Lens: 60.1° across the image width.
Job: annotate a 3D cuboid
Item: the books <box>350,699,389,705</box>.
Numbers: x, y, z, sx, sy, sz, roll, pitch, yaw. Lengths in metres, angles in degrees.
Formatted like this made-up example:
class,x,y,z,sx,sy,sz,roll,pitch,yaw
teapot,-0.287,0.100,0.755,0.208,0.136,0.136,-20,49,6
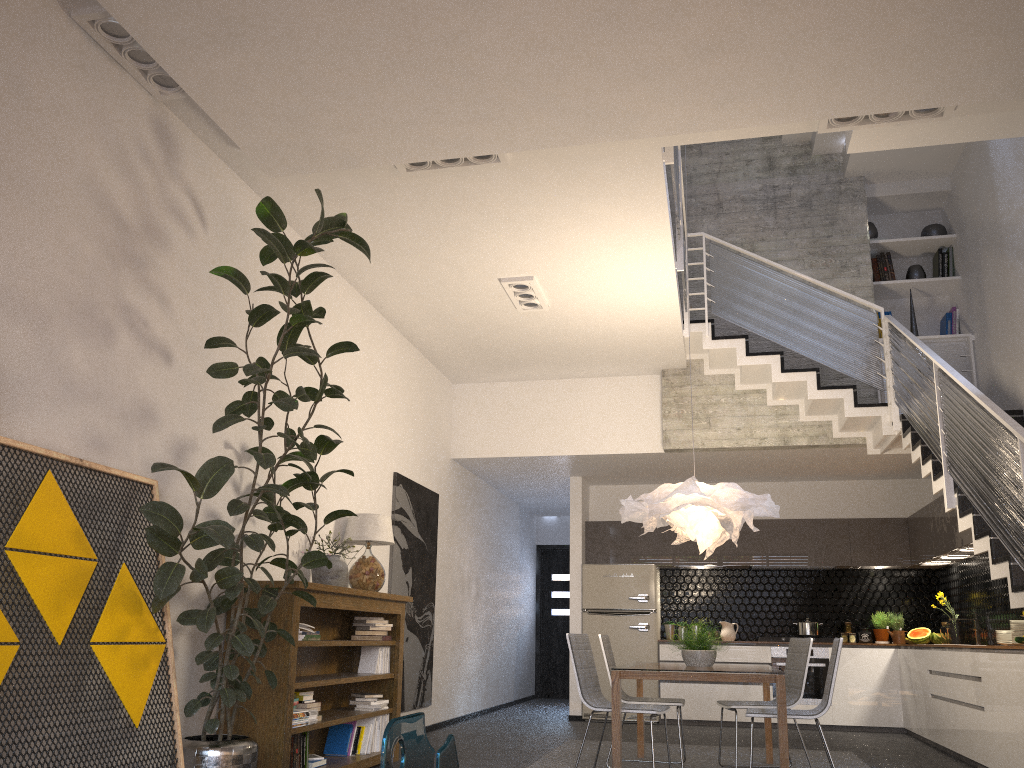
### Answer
class,x,y,z,sx,sy,sz,roll,pitch,yaw
books,-1.010,2.251,6.266,0.175,0.023,0.246,-6,-17,22

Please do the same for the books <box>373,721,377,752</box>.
class,x,y,z,sx,sy,sz,roll,pitch,yaw
books,-1.025,2.474,6.226,0.155,0.202,0.021,-2,-14,13

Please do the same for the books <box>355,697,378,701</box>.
class,x,y,z,sx,sy,sz,roll,pitch,yaw
books,-1.026,2.225,6.261,0.155,0.022,0.208,3,-16,-7

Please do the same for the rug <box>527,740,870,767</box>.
class,x,y,z,sx,sy,sz,roll,pitch,yaw
rug,1.259,2.606,5.872,2.372,0.006,3.732,-3,-16,12

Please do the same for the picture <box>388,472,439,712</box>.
class,x,y,z,sx,sy,sz,roll,pitch,yaw
picture,-0.899,1.911,8.065,0.033,2.003,1.248,-2,-14,13

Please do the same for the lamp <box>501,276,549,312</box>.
class,x,y,z,sx,sy,sz,roll,pitch,yaw
lamp,0.110,-0.720,7.021,0.253,0.065,0.653,-3,-16,12

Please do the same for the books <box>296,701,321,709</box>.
class,x,y,z,sx,sy,sz,roll,pitch,yaw
books,-1.302,1.946,5.378,0.225,0.029,0.181,-3,-17,15

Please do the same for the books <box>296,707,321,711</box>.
class,x,y,z,sx,sy,sz,roll,pitch,yaw
books,-1.313,1.971,5.370,0.243,0.023,0.177,-5,-17,19

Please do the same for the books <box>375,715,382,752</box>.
class,x,y,z,sx,sy,sz,roll,pitch,yaw
books,-1.010,2.462,6.249,0.175,0.240,0.024,-2,-14,13

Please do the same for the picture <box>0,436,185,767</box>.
class,x,y,z,sx,sy,sz,roll,pitch,yaw
picture,-1.745,1.030,3.391,0.386,1.585,1.516,-2,-15,13

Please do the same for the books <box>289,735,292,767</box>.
class,x,y,z,sx,sy,sz,roll,pitch,yaw
books,-1.364,2.137,5.129,0.171,0.238,0.056,-2,-14,13

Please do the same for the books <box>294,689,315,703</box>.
class,x,y,z,sx,sy,sz,roll,pitch,yaw
books,-1.320,1.898,5.387,0.217,0.068,0.160,-5,-17,22

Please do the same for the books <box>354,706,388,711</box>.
class,x,y,z,sx,sy,sz,roll,pitch,yaw
books,-0.992,2.289,6.248,0.155,0.020,0.207,-6,-17,22

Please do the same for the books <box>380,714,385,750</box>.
class,x,y,z,sx,sy,sz,roll,pitch,yaw
books,-1.000,2.485,6.331,0.174,0.241,0.019,-2,-14,13

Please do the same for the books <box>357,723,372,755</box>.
class,x,y,z,sx,sy,sz,roll,pitch,yaw
books,-1.056,2.440,6.094,0.155,0.192,0.106,-2,-14,13

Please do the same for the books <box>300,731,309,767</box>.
class,x,y,z,sx,sy,sz,roll,pitch,yaw
books,-1.312,2.187,5.301,0.167,0.238,0.105,-2,-14,13

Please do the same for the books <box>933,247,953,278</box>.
class,x,y,z,sx,sy,sz,roll,pitch,yaw
books,4.371,-1.158,8.984,0.160,0.377,0.269,-2,-14,13

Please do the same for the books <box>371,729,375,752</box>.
class,x,y,z,sx,sy,sz,roll,pitch,yaw
books,-1.051,2.450,6.210,0.175,0.240,0.024,-2,-14,13

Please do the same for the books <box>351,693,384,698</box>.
class,x,y,z,sx,sy,sz,roll,pitch,yaw
books,-1.027,2.205,6.272,0.148,0.023,0.223,12,-19,-34

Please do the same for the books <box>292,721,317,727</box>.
class,x,y,z,sx,sy,sz,roll,pitch,yaw
books,-1.289,1.946,5.078,0.219,0.007,0.308,-4,-17,17

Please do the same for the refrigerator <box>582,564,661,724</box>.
class,x,y,z,sx,sy,sz,roll,pitch,yaw
refrigerator,1.249,2.928,10.051,0.829,1.690,0.779,-2,-14,13

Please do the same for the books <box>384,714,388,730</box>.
class,x,y,z,sx,sy,sz,roll,pitch,yaw
books,-0.987,2.505,6.398,0.175,0.240,0.024,-2,-14,13

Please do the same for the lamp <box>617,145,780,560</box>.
class,x,y,z,sx,sy,sz,roll,pitch,yaw
lamp,1.337,-1.282,6.781,1.119,5.148,1.073,-5,-14,23

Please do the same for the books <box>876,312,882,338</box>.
class,x,y,z,sx,sy,sz,roll,pitch,yaw
books,3.670,-0.508,9.015,0.159,0.368,0.275,-2,-14,13

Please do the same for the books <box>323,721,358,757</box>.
class,x,y,z,sx,sy,sz,roll,pitch,yaw
books,-1.160,2.396,6.002,0.171,0.224,0.167,-2,-15,13

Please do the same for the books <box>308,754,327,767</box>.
class,x,y,z,sx,sy,sz,roll,pitch,yaw
books,-1.262,2.326,5.457,0.271,0.049,0.260,11,-19,-31

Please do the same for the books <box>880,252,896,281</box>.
class,x,y,z,sx,sy,sz,roll,pitch,yaw
books,3.855,-1.130,9.119,0.134,0.377,0.275,-2,-14,13

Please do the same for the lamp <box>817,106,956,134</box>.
class,x,y,z,sx,sy,sz,roll,pitch,yaw
lamp,1.906,-1.407,4.507,0.645,0.065,0.256,-3,-16,13

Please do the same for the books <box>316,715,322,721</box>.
class,x,y,z,sx,sy,sz,roll,pitch,yaw
books,-1.299,2.019,5.350,0.243,0.033,0.182,-3,-16,15

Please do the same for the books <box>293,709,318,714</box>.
class,x,y,z,sx,sy,sz,roll,pitch,yaw
books,-1.292,1.885,5.104,0.219,0.012,0.308,-4,-17,17

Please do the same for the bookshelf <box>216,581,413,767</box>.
class,x,y,z,sx,sy,sz,roll,pitch,yaw
bookshelf,-1.192,1.925,5.722,0.451,1.157,1.943,-2,-16,13

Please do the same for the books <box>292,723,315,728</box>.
class,x,y,z,sx,sy,sz,roll,pitch,yaw
books,-1.289,1.954,5.078,0.218,0.008,0.308,-2,-16,12

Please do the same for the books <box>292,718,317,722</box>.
class,x,y,z,sx,sy,sz,roll,pitch,yaw
books,-1.294,1.927,5.084,0.219,0.008,0.292,-4,-17,18

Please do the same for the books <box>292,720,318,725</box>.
class,x,y,z,sx,sy,sz,roll,pitch,yaw
books,-1.289,1.939,5.081,0.219,0.008,0.308,-4,-17,17

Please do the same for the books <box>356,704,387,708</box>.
class,x,y,z,sx,sy,sz,roll,pitch,yaw
books,-0.989,2.271,6.257,0.174,0.019,0.247,0,-16,3

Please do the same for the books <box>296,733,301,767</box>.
class,x,y,z,sx,sy,sz,roll,pitch,yaw
books,-1.339,2.168,5.236,0.171,0.238,0.085,-2,-14,13

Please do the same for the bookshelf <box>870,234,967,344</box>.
class,x,y,z,sx,sy,sz,roll,pitch,yaw
bookshelf,3.958,-0.868,8.952,0.973,1.093,0.448,-2,-14,13

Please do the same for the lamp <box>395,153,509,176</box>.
class,x,y,z,sx,sy,sz,roll,pitch,yaw
lamp,-0.357,-1.302,5.017,0.645,0.065,0.256,-3,-16,13

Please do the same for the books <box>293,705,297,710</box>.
class,x,y,z,sx,sy,sz,roll,pitch,yaw
books,-1.353,1.880,5.135,0.175,0.023,0.253,3,-16,-6

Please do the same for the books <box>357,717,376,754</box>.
class,x,y,z,sx,sy,sz,roll,pitch,yaw
books,-1.046,2.432,6.135,0.174,0.232,0.101,-2,-14,13

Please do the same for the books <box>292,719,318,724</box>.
class,x,y,z,sx,sy,sz,roll,pitch,yaw
books,-1.288,1.931,5.081,0.219,0.012,0.308,-4,-17,17

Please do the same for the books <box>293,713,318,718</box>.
class,x,y,z,sx,sy,sz,roll,pitch,yaw
books,-1.287,1.906,5.096,0.219,0.007,0.308,-4,-17,16

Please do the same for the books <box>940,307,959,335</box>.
class,x,y,z,sx,sy,sz,roll,pitch,yaw
books,4.373,-0.546,8.857,0.146,0.378,0.275,-2,-14,13

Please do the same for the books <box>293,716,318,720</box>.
class,x,y,z,sx,sy,sz,roll,pitch,yaw
books,-1.292,1.918,5.096,0.219,0.006,0.308,-4,-17,17

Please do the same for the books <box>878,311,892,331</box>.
class,x,y,z,sx,sy,sz,roll,pitch,yaw
books,3.797,-0.515,8.986,0.171,0.369,0.275,-2,-14,13

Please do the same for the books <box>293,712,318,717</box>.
class,x,y,z,sx,sy,sz,roll,pitch,yaw
books,-1.289,1.900,5.098,0.219,0.007,0.308,-4,-17,16

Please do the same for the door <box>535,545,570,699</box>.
class,x,y,z,sx,sy,sz,roll,pitch,yaw
door,0.912,3.605,13.463,1.108,2.287,0.162,-2,-14,13

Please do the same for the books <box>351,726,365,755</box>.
class,x,y,z,sx,sy,sz,roll,pitch,yaw
books,-1.100,2.437,6.052,0.146,0.181,0.149,-3,-15,16

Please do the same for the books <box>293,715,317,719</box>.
class,x,y,z,sx,sy,sz,roll,pitch,yaw
books,-1.290,1.912,5.092,0.219,0.008,0.292,-4,-17,16

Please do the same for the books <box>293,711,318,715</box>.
class,x,y,z,sx,sy,sz,roll,pitch,yaw
books,-1.293,1.893,5.101,0.219,0.007,0.308,-4,-17,17

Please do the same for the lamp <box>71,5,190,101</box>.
class,x,y,z,sx,sy,sz,roll,pitch,yaw
lamp,-1.746,-1.565,4.182,0.253,0.065,0.653,-3,-16,12

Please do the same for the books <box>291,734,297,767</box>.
class,x,y,z,sx,sy,sz,roll,pitch,yaw
books,-1.352,2.160,5.177,0.171,0.222,0.084,-2,-14,13

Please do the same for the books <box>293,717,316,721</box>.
class,x,y,z,sx,sy,sz,roll,pitch,yaw
books,-1.295,1.921,5.086,0.219,0.008,0.292,-4,-17,18
